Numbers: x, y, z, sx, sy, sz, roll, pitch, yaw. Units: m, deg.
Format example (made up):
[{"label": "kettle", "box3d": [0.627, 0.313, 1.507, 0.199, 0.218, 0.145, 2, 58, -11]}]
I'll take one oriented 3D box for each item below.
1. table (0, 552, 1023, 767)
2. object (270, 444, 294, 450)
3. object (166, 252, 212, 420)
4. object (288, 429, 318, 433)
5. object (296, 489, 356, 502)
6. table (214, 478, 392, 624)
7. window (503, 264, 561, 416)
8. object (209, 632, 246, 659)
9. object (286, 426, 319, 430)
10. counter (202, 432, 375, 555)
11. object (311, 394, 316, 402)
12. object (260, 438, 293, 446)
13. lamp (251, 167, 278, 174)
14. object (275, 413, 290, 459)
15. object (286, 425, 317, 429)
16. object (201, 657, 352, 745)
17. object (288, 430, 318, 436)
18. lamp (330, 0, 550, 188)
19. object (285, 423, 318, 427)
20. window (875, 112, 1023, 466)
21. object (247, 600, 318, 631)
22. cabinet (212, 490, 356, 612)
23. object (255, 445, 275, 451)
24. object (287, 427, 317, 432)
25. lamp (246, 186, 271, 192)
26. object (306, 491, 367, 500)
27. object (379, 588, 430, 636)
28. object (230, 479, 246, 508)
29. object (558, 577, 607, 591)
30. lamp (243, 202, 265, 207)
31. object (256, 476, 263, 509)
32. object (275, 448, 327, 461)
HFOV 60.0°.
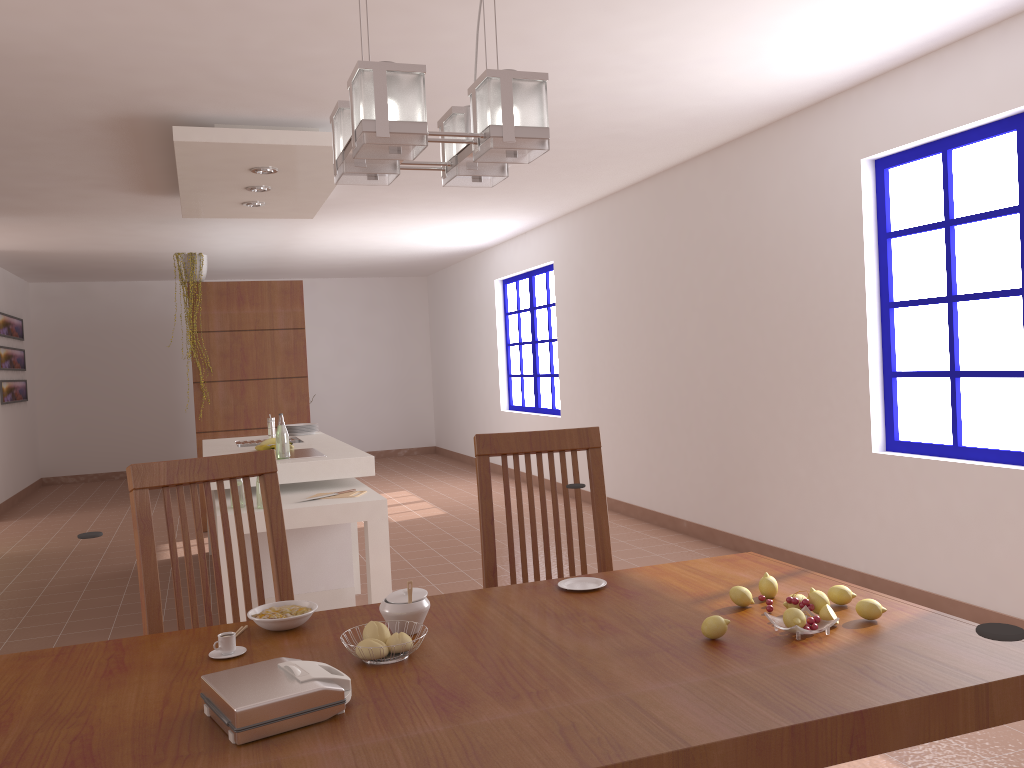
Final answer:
[{"label": "table", "box3d": [-0.081, 0.842, 1.507, 1.800, 0.740, 0.900, -3, 2, -19]}, {"label": "object", "box3d": [-1.336, 0.364, 5.141, 0.207, 0.033, 0.060, -2, 2, 26]}, {"label": "object", "box3d": [-2.545, -0.374, 7.080, 0.279, 1.344, 0.297, -2, 2, 30]}, {"label": "object", "box3d": [-1.503, 0.339, 6.309, 0.228, 0.020, 0.228, -4, 2, -37]}, {"label": "object", "box3d": [-0.873, 0.527, 4.189, 0.041, 0.008, 0.375, -2, 2, 37]}, {"label": "table", "box3d": [-1.066, 0.864, 4.400, 0.737, 0.647, 1.003, -3, 2, -19]}, {"label": "window", "box3d": [0.230, -0.420, 8.943, 0.035, 1.430, 1.699, -3, 2, -19]}, {"label": "object", "box3d": [-0.515, 0.471, 1.603, 0.065, 0.037, 0.065, -3, 1, -6]}, {"label": "object", "box3d": [-1.504, 0.318, 6.309, 0.228, 0.020, 0.228, -4, 2, -37]}, {"label": "counter", "box3d": [-1.423, 0.780, 5.391, 0.821, 0.800, 2.156, -3, 2, -19]}, {"label": "object", "box3d": [-2.841, 0.536, 11.575, 0.655, 1.112, 0.284, -3, 1, 0]}, {"label": "object", "box3d": [-1.363, 0.337, 5.156, 0.207, 0.055, 0.047, -4, 2, -42]}, {"label": "lamp", "box3d": [-1.359, -1.189, 4.862, 0.143, 0.059, 0.143, -4, 2, -36]}, {"label": "object", "box3d": [-1.187, 0.267, 4.578, 0.071, 0.230, 0.071, -4, 2, -38]}, {"label": "object", "box3d": [-1.504, 0.308, 6.308, 0.228, 0.020, 0.228, -4, 2, -37]}, {"label": "object", "box3d": [-0.344, 0.457, 1.329, 0.195, 0.062, 0.176, -4, 2, -34]}, {"label": "object", "box3d": [-1.502, 0.349, 6.309, 0.228, 0.020, 0.228, -4, 2, -37]}, {"label": "lamp", "box3d": [-0.152, -0.826, 1.497, 0.304, 0.919, 0.304, -3, 2, -19]}, {"label": "object", "box3d": [-1.505, 0.298, 6.308, 0.228, 0.020, 0.228, -4, 2, -37]}, {"label": "window", "box3d": [2.109, -0.377, 3.563, 0.035, 1.430, 1.699, -3, 2, -19]}, {"label": "object", "box3d": [-0.453, 0.465, 1.759, 0.136, 0.036, 0.136, -2, 2, 29]}, {"label": "cabinet", "box3d": [-1.398, 0.830, 5.340, 0.737, 0.700, 2.048, -3, 2, -19]}, {"label": "object", "box3d": [-1.443, 0.369, 5.131, 0.060, 0.033, 0.207, -4, 2, -39]}, {"label": "object", "box3d": [-1.503, 0.328, 6.309, 0.228, 0.020, 0.228, -4, 2, -37]}, {"label": "lamp", "box3d": [-1.526, -1.193, 5.338, 0.143, 0.059, 0.143, -3, 1, 9]}, {"label": "object", "box3d": [-0.834, 0.530, 4.231, 0.266, 0.006, 0.168, -3, 1, -3]}, {"label": "object", "box3d": [-0.203, 0.433, 1.687, 0.096, 0.079, 0.096, -3, 2, -24]}, {"label": "object", "box3d": [-1.243, 0.443, 4.018, 0.071, 0.230, 0.071, -4, 2, -38]}, {"label": "object", "box3d": [0.155, 0.444, 1.960, 0.108, 0.008, 0.108, -2, 2, 36]}, {"label": "lamp", "box3d": [-1.692, -1.196, 5.809, 0.143, 0.059, 0.143, -3, 1, 9]}, {"label": "object", "box3d": [-1.110, 0.438, 3.961, 0.071, 0.230, 0.071, -4, 2, -38]}, {"label": "object", "box3d": [-1.281, 0.386, 4.765, 0.493, 0.006, 0.551, -3, 2, -19]}]
